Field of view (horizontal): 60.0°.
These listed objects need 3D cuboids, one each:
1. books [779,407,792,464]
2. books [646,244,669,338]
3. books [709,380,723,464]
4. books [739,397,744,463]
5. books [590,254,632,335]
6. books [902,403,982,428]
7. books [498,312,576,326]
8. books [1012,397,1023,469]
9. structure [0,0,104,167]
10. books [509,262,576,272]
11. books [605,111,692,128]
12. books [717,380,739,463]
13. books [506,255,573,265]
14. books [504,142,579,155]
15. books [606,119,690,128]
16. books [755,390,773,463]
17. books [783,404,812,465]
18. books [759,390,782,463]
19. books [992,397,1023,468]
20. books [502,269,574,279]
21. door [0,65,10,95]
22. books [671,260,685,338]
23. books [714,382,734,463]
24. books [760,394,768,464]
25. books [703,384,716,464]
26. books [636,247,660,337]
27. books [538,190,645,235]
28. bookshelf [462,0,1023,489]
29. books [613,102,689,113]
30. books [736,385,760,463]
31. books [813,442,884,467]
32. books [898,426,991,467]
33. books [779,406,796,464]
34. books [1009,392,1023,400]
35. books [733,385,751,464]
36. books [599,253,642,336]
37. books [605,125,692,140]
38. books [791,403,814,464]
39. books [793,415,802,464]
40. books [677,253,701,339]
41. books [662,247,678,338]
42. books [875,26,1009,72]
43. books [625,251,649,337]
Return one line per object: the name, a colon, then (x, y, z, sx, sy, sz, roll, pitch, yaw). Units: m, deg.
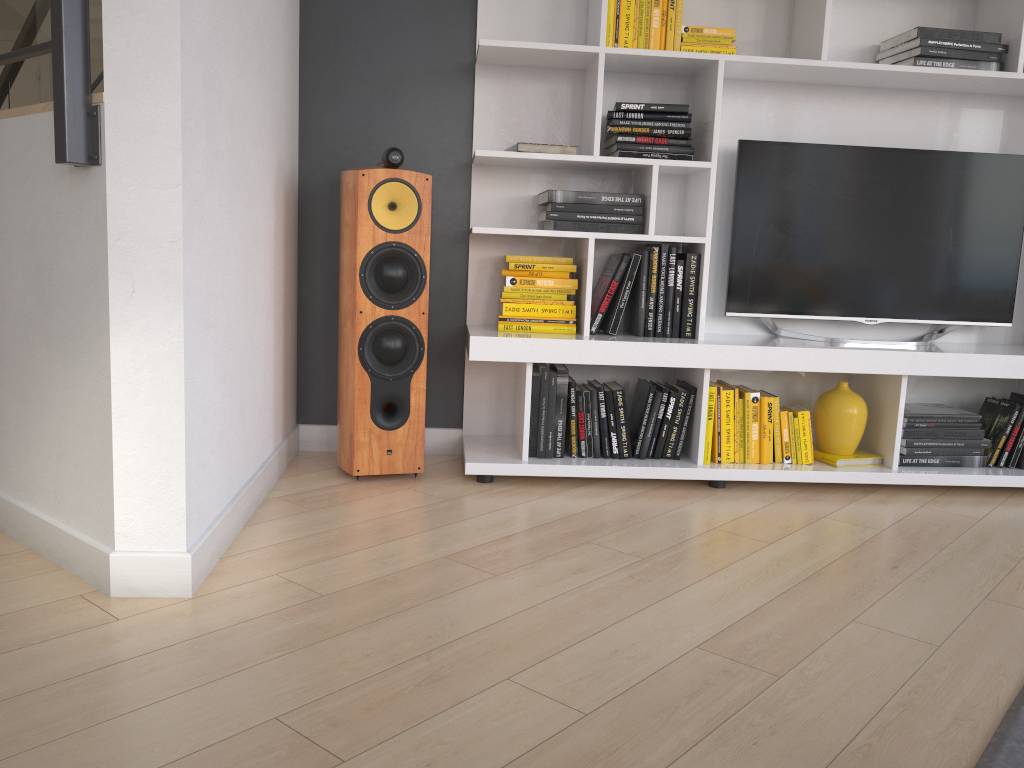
books: (0.954, 0.177, 3.170, 0.056, 0.188, 0.138, 2, 8, -5)
books: (0.512, -0.340, 3.196, 0.026, 0.326, 0.237, 2, 8, -5)
books: (0.704, 0.127, 3.155, 0.048, 0.271, 0.213, 2, 8, -5)
books: (0.789, 0.153, 3.153, 0.042, 0.230, 0.156, 2, 9, -6)
books: (0.330, -0.327, 3.191, 0.142, 0.284, 0.232, 2, 8, -5)
books: (1.524, 0.115, 3.290, 0.310, 0.047, 0.250, 1, 9, -9)
books: (0.086, -0.234, 3.182, 0.269, 0.025, 0.213, 2, 8, -2)
books: (1.860, 0.179, 3.251, 0.069, 0.242, 0.172, 2, 8, -4)
structure: (-1.472, -2.081, 3.968, 4.190, 4.339, 2.823, 10, 11, 40)
books: (0.106, -0.418, 3.169, 0.234, 0.024, 0.171, 2, 8, -1)
books: (0.475, -0.925, 3.116, 0.284, 0.030, 0.214, 3, 8, 4)
books: (0.770, 0.131, 3.166, 0.038, 0.267, 0.202, 2, 8, -4)
books: (0.096, -0.446, 3.188, 0.234, 0.024, 0.171, 2, 8, -1)
books: (0.095, -0.801, 3.076, 0.209, 0.030, 0.266, 1, 9, -11)
books: (0.470, -0.896, 3.100, 0.264, 0.020, 0.189, 2, 8, -1)
books: (0.890, 0.149, 3.175, 0.043, 0.235, 0.171, 2, 9, -6)
books: (1.019, 0.177, 3.171, 0.067, 0.193, 0.148, 2, 8, -4)
books: (0.920, 0.149, 3.187, 0.056, 0.235, 0.172, 2, 8, -6)
books: (1.792, 0.176, 3.272, 0.096, 0.234, 0.187, 2, 8, -4)
books: (0.097, -0.395, 3.176, 0.238, 0.023, 0.167, 4, 9, 11)
door: (-3.701, -1.372, 6.196, 0.974, 2.136, 0.085, 2, 8, -5)
books: (0.574, -0.312, 3.198, 0.028, 0.272, 0.200, 2, 8, -5)
books: (0.740, 0.133, 3.165, 0.066, 0.258, 0.198, 2, 8, -5)
books: (0.867, 0.150, 3.153, 0.043, 0.240, 0.169, 2, 8, -6)
books: (0.668, 0.129, 3.132, 0.029, 0.270, 0.204, 2, 8, -5)
books: (0.479, -0.335, 3.191, 0.034, 0.314, 0.237, 2, 8, -5)
books: (0.272, -0.604, 3.152, 0.343, 0.137, 0.277, 2, 8, -5)
bookshelf: (1.364, -0.662, 3.132, 3.000, 2.052, 0.455, 2, 8, -5)
books: (0.479, -0.948, 3.086, 0.246, 0.026, 0.180, 3, 8, 3)
books: (0.835, 0.140, 3.170, 0.055, 0.252, 0.185, 2, 9, -6)
books: (1.181, 0.255, 3.247, 0.204, 0.029, 0.270, -1, 9, -19)
books: (1.528, 0.210, 3.282, 0.343, 0.137, 0.277, 1, 9, -10)
books: (0.975, 0.179, 3.164, 0.046, 0.187, 0.134, 2, 8, -5)
books: (1.881, 0.168, 3.278, 0.075, 0.254, 0.192, 2, 8, -6)
books: (0.810, 0.140, 3.157, 0.041, 0.252, 0.180, 2, 8, -5)
books: (0.383, -0.325, 3.178, 0.100, 0.289, 0.210, 2, 8, -6)
books: (0.471, -0.871, 3.101, 0.284, 0.030, 0.214, 3, 8, 4)
books: (1.043, 0.176, 3.181, 0.046, 0.193, 0.149, 2, 8, -4)
books: (0.995, 0.191, 3.155, 0.049, 0.169, 0.113, 2, 8, -6)
books: (0.614, -0.322, 3.201, 0.051, 0.297, 0.230, 2, 8, -5)
books: (0.542, -0.333, 3.199, 0.034, 0.315, 0.239, 2, 8, -5)
books: (1.523, -1.160, 3.161, 0.343, 0.137, 0.277, 1, 9, -10)
books: (0.448, -0.327, 3.184, 0.028, 0.301, 0.213, 2, 8, -5)
